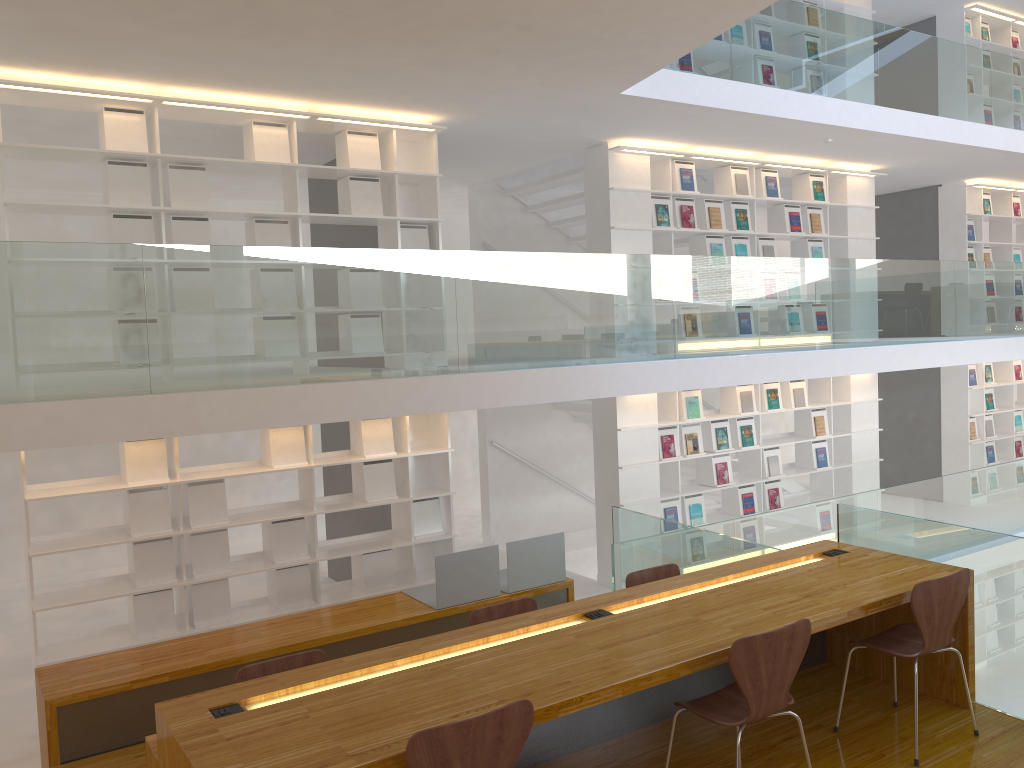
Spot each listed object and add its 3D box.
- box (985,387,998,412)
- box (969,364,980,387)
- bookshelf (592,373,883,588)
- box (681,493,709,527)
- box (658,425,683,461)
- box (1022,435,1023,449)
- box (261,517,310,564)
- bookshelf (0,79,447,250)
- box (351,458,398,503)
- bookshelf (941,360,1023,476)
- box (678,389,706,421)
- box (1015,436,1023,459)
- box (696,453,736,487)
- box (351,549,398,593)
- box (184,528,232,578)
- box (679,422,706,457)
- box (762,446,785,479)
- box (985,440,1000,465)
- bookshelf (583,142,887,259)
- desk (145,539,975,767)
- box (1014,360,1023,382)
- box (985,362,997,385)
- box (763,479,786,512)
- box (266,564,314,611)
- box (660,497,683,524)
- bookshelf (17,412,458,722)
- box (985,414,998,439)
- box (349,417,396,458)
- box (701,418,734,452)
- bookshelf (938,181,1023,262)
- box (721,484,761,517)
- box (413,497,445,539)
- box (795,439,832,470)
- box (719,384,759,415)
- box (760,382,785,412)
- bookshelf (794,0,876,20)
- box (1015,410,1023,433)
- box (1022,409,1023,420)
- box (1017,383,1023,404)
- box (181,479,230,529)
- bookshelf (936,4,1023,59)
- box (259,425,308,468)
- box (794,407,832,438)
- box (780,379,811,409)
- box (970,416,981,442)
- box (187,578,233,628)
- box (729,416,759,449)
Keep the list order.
[{"bbox_3d":[5.855,0.180,11.049,0.245,0.296,0.274,-4,4,-33],"label":"box"},{"bbox_3d":[5.510,-0.115,10.817,0.245,0.296,0.274,-4,4,-33],"label":"box"},{"bbox_3d":[2.387,0.791,8.804,3.666,1.836,0.397,-4,4,-33],"label":"bookshelf"},{"bbox_3d":[1.645,1.165,8.277,0.245,0.296,0.274,-4,4,-33],"label":"box"},{"bbox_3d":[1.368,0.527,8.078,0.245,0.296,0.274,-4,4,-33],"label":"box"},{"bbox_3d":[6.910,0.763,11.750,0.245,0.296,0.274,-4,4,-33],"label":"box"},{"bbox_3d":[-1.597,1.076,6.249,0.245,0.296,0.274,-4,4,-33],"label":"box"},{"bbox_3d":[-1.830,-0.950,5.956,2.984,1.836,0.498,-4,4,-33],"label":"bookshelf"},{"bbox_3d":[-1.024,0.703,6.609,0.245,0.296,0.274,-4,4,-33],"label":"box"},{"bbox_3d":[6.662,0.472,11.499,2.984,1.836,0.498,-4,4,-33],"label":"bookshelf"},{"bbox_3d":[1.610,0.180,8.225,0.245,0.296,0.274,-4,4,-33],"label":"box"},{"bbox_3d":[6.436,0.799,11.444,0.245,0.296,0.274,-4,4,-33],"label":"box"},{"bbox_3d":[1.940,0.807,8.458,0.245,0.296,0.274,-4,4,-33],"label":"box"},{"bbox_3d":[-1.031,1.362,6.625,0.245,0.296,0.274,-4,4,-33],"label":"box"},{"bbox_3d":[-2.048,1.110,5.958,0.245,0.296,0.274,-4,4,-33],"label":"box"},{"bbox_3d":[1.616,0.509,8.253,0.245,0.296,0.274,-4,4,-33],"label":"box"},{"bbox_3d":[2.531,0.769,8.839,0.245,0.296,0.274,-4,4,-33],"label":"box"},{"bbox_3d":[5.895,0.839,11.095,0.245,0.296,0.274,-4,4,-33],"label":"box"},{"bbox_3d":[2.333,-1.263,8.647,3.666,1.836,0.498,-4,4,-33],"label":"bookshelf"},{"bbox_3d":[0.341,1.338,3.525,3.236,0.918,1.285,-4,4,-33],"label":"desk"},{"bbox_3d":[6.392,-0.185,11.383,0.245,0.296,0.274,-4,4,-33],"label":"box"},{"bbox_3d":[5.822,-0.141,11.018,0.245,0.296,0.274,-4,4,-33],"label":"box"},{"bbox_3d":[2.549,1.097,8.861,0.245,0.296,0.274,-4,4,-33],"label":"box"},{"bbox_3d":[-1.572,1.403,6.275,0.245,0.296,0.274,-4,4,-33],"label":"box"},{"bbox_3d":[1.397,1.184,8.117,0.245,0.296,0.274,-4,4,-33],"label":"box"},{"bbox_3d":[-1.748,1.106,6.070,2.984,1.836,0.498,-4,4,-33],"label":"bookshelf"},{"bbox_3d":[5.849,0.514,11.056,0.245,0.296,0.274,-4,4,-33],"label":"box"},{"bbox_3d":[-1.036,0.376,6.592,0.245,0.296,0.274,-4,4,-33],"label":"box"},{"bbox_3d":[1.922,0.479,8.436,0.245,0.296,0.274,-4,4,-33],"label":"box"},{"bbox_3d":[6.581,-1.584,11.385,2.984,1.836,0.498,-4,4,-33],"label":"bookshelf"},{"bbox_3d":[2.234,1.121,8.658,0.245,0.296,0.274,-4,4,-33],"label":"box"},{"bbox_3d":[-0.696,1.008,6.831,0.245,0.296,0.274,-4,4,-33],"label":"box"},{"bbox_3d":[3.138,0.723,9.231,0.245,0.296,0.274,-4,4,-33],"label":"box"},{"bbox_3d":[2.205,0.136,8.609,0.245,0.296,0.274,-4,4,-33],"label":"box"},{"bbox_3d":[2.518,0.112,8.811,0.245,0.296,0.274,-4,4,-33],"label":"box"},{"bbox_3d":[2.253,-3.305,8.534,3.666,1.836,0.498,-4,4,-33],"label":"bookshelf"},{"bbox_3d":[6.435,0.470,11.434,0.245,0.296,0.274,-4,4,-33],"label":"box"},{"bbox_3d":[6.886,0.436,11.725,0.245,0.296,0.274,-4,4,-33],"label":"box"},{"bbox_3d":[6.873,0.109,11.707,0.245,0.296,0.274,-4,4,-33],"label":"box"},{"bbox_3d":[-2.061,0.782,5.940,0.245,0.296,0.274,-4,4,-33],"label":"box"},{"bbox_3d":[6.500,-3.626,11.271,2.984,1.836,0.498,-4,4,-33],"label":"bookshelf"},{"bbox_3d":[-1.604,0.418,6.223,0.245,0.296,0.274,-4,4,-33],"label":"box"},{"bbox_3d":[3.124,0.396,9.212,0.245,0.296,0.274,-4,4,-33],"label":"box"},{"bbox_3d":[0.030,2.046,7.250,7.125,3.764,0.498,-4,4,-33],"label":"box"},{"bbox_3d":[5.534,0.538,10.852,0.245,0.296,0.274,-4,4,-33],"label":"box"},{"bbox_3d":[-2.046,1.438,5.969,0.245,0.296,0.274,-4,4,-33],"label":"box"},{"bbox_3d":[2.212,0.464,8.624,0.245,0.296,0.274,-4,4,-33],"label":"box"}]
